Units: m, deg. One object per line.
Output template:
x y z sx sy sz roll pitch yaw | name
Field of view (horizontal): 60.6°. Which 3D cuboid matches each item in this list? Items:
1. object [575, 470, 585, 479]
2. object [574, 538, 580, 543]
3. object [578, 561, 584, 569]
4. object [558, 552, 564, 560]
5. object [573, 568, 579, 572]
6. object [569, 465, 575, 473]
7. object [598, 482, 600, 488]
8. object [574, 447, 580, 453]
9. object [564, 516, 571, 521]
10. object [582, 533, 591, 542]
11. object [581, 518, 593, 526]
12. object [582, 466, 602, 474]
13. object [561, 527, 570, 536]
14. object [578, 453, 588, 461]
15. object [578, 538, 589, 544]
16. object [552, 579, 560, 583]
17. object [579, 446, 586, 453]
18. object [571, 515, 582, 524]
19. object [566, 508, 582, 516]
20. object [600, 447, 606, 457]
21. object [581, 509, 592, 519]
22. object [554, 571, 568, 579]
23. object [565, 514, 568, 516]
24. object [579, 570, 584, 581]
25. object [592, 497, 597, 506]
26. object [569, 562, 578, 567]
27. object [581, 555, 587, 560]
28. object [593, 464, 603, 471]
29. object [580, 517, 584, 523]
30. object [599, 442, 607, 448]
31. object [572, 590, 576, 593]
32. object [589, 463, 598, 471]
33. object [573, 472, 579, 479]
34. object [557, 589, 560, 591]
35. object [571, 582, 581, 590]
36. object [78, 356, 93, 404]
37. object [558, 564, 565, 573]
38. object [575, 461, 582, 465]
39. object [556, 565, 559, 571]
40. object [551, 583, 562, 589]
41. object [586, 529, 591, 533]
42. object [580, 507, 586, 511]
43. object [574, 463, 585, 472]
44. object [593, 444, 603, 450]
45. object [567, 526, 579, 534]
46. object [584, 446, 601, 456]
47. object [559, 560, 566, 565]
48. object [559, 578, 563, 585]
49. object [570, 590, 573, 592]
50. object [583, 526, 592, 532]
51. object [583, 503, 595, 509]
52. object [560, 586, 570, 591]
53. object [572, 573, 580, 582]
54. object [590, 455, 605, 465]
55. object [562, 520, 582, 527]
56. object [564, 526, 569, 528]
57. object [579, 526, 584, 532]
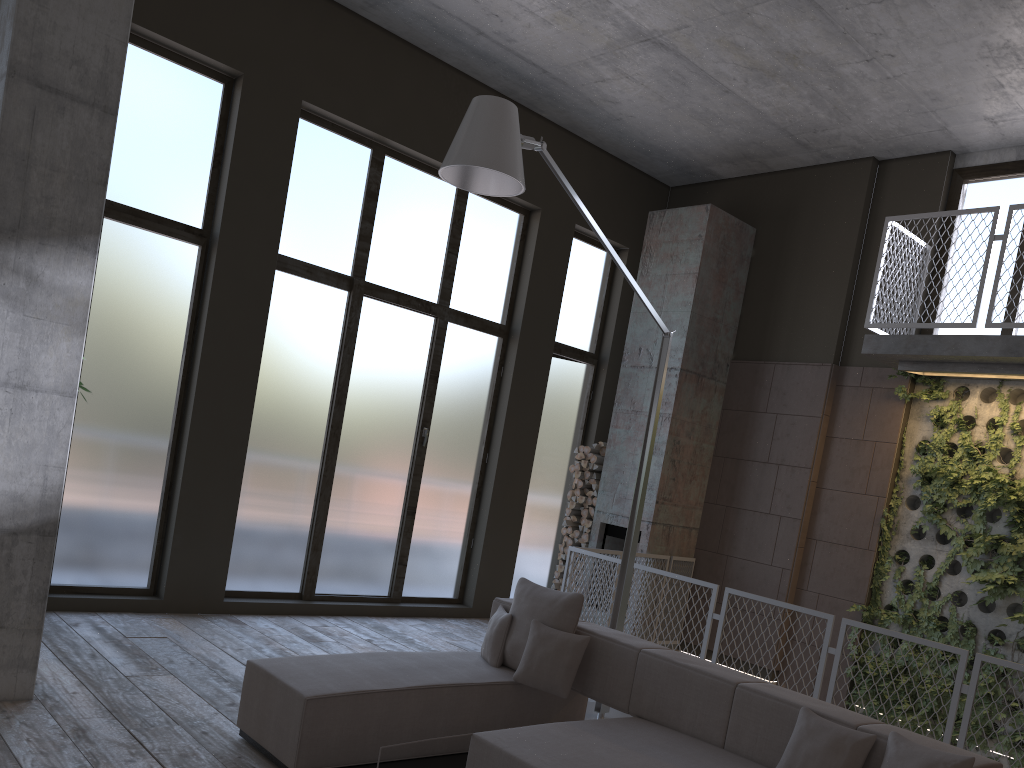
0.896 1.038 9.781 0.486 0.084 0.092 14 -4 -42 | object
0.836 1.756 9.800 0.364 0.074 0.063 14 -3 -43 | object
0.923 2.011 9.682 0.486 0.084 0.092 14 -4 -40 | object
0.701 1.967 9.975 0.442 0.107 0.078 14 -2 -42 | object
0.807 2.074 9.749 0.337 0.057 0.088 14 -5 -40 | object
0.825 0.979 9.866 0.443 0.092 0.090 14 -4 -42 | object
1.091 1.133 9.621 0.369 0.126 0.063 14 -2 -43 | object
0.865 0.772 9.851 0.429 0.069 0.066 14 -4 -42 | object
0.752 1.543 9.918 0.368 0.068 0.120 14 -5 -42 | object
0.896 1.688 9.596 0.296 0.103 0.099 14 -3 -42 | object
0.951 1.549 9.726 0.443 0.094 0.091 14 -3 -40 | object
0.970 0.973 9.744 0.441 0.079 0.113 14 -5 -42 | object
0.745 1.688 9.950 0.443 0.092 0.090 14 -3 -40 | object
0.917 0.833 9.768 0.441 0.080 0.111 14 -5 -42 | object
0.902 1.747 9.721 0.368 0.068 0.120 14 -5 -40 | object
0.629 2.251 9.959 0.368 0.068 0.120 14 -5 -42 | object
0.931 0.766 9.823 0.461 0.091 0.089 14 -4 -43 | object
0.846 1.540 9.869 0.441 0.080 0.113 14 -4 -40 | object
0.798 1.459 9.874 0.461 0.090 0.089 14 -3 -40 | object
1.104 0.772 9.704 0.298 0.108 0.098 14 -3 -41 | object
0.899 1.435 9.688 0.298 0.107 0.097 14 -3 -42 | object
0.675 2.167 9.916 0.461 0.090 0.089 14 -3 -40 | object
0.777 1.481 9.939 0.429 0.071 0.066 14 -3 -40 | object
0.891 2.116 9.651 0.368 0.126 0.063 14 -1 -40 | object
1.061 1.314 9.645 0.443 0.092 0.090 14 -4 -42 | object
0.789 2.022 9.804 0.441 0.079 0.113 14 -5 -42 | object
0.949 1.936 9.699 0.441 0.079 0.113 14 -5 -42 | object
1.062 0.937 9.626 0.428 0.068 0.065 14 -4 -42 | object
0.923 1.535 9.800 0.367 0.087 0.100 14 -4 -40 | object
1.094 0.690 9.681 0.337 0.056 0.086 14 -5 -42 | object
0.838 2.335 9.736 0.428 0.067 0.066 14 -3 -40 | object
1.009 0.934 9.685 0.428 0.067 0.066 14 -4 -42 | object
0.846 1.044 9.839 0.428 0.067 0.066 14 -4 -42 | object
0.686 2.372 9.928 0.461 0.090 0.089 14 -3 -40 | object
0.828 2.257 9.768 0.443 0.094 0.091 14 -3 -40 | object
-3.056 0.292 4.923 0.994 1.871 0.970 10 2 15 | object
0.715 2.086 9.841 0.486 0.084 0.092 14 -4 -42 | object
0.866 0.916 9.854 0.431 0.087 0.065 15 -3 -44 | object
0.665 2.093 9.899 0.428 0.067 0.066 14 -4 -42 | object
0.617 2.281 9.858 0.428 0.073 0.070 14 -3 -40 | object
0.914 1.614 9.585 0.254 0.048 0.062 14 -4 -42 | object
0.903 1.407 9.772 0.364 0.074 0.063 14 -3 -40 | object
0.883 0.958 9.797 0.461 0.090 0.090 14 -4 -42 | object
1.028 0.719 9.711 0.364 0.073 0.064 14 -3 -43 | object
0.810 1.664 9.886 0.461 0.090 0.089 14 -3 -40 | object
0.927 0.760 9.700 0.296 0.103 0.102 14 -3 -42 | object
0.683 2.068 9.997 0.369 0.118 0.069 14 -2 -42 | object
0.723 2.248 9.911 0.441 0.080 0.113 14 -4 -40 | object
0.785 2.333 9.796 0.428 0.067 0.066 14 -3 -40 | object
0.962 1.627 9.694 0.428 0.067 0.066 14 -3 -40 | object
0.931 1.366 9.708 0.337 0.057 0.088 14 -5 -40 | object
0.736 2.319 9.850 0.486 0.084 0.092 14 -4 -40 | object
0.775 2.143 9.729 0.298 0.107 0.097 14 -3 -42 | object
1.044 0.856 9.647 0.443 0.093 0.092 14 -4 -42 | object
0.741 1.573 9.816 0.428 0.073 0.070 14 -3 -40 | object
0.758 1.619 9.919 0.430 0.085 0.066 14 -2 -39 | object
0.909 1.625 9.754 0.428 0.067 0.066 14 -3 -40 | object
